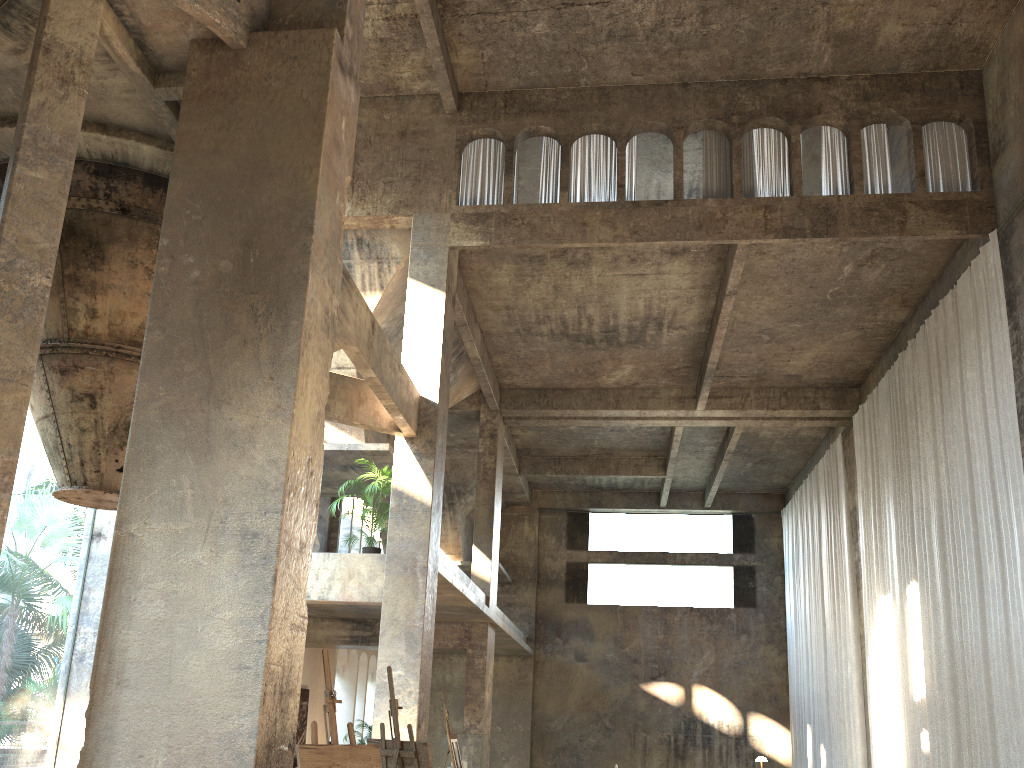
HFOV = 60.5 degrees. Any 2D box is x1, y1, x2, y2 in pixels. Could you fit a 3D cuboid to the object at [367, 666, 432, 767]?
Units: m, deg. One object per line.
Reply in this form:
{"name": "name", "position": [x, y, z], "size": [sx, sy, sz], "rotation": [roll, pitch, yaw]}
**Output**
{"name": "object", "position": [-0.904, 3.347, 6.995], "size": [0.709, 2.072, 0.701], "rotation": [-10, -20, 38]}

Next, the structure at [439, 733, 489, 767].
{"name": "structure", "position": [-0.714, 5.860, 12.733], "size": [0.594, 1.493, 0.770], "rotation": [1, -16, 7]}

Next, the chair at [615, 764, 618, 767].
{"name": "chair", "position": [2.313, 7.992, 17.191], "size": [0.699, 0.989, 0.689], "rotation": [-1, -17, 13]}

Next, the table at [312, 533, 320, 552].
{"name": "table", "position": [-4.053, 2.498, 14.193], "size": [1.749, 0.774, 1.157], "rotation": [0, -19, 7]}

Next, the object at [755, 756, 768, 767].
{"name": "object", "position": [5.056, 8.326, 18.075], "size": [0.577, 1.252, 0.674], "rotation": [-10, -21, 39]}

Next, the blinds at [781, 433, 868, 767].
{"name": "blinds", "position": [7.994, 6.595, 23.255], "size": [0.275, 8.339, 8.121], "rotation": [1, -18, 6]}

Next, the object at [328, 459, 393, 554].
{"name": "object", "position": [-2.105, 1.987, 13.996], "size": [1.402, 1.746, 1.405], "rotation": [-1, -18, 13]}

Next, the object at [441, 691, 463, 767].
{"name": "object", "position": [-0.784, 5.269, 11.938], "size": [0.684, 2.072, 0.726], "rotation": [1, -15, 6]}

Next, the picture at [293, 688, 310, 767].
{"name": "picture", "position": [-4.923, 7.799, 19.945], "size": [0.069, 1.708, 1.558], "rotation": [1, -18, 7]}

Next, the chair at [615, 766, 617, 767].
{"name": "chair", "position": [2.202, 7.634, 16.278], "size": [0.699, 0.989, 0.689], "rotation": [-1, -17, 10]}

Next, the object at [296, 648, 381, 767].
{"name": "object", "position": [-1.015, 2.632, 5.164], "size": [0.690, 2.072, 0.720], "rotation": [-7, -18, 32]}

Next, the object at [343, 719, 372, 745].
{"name": "object", "position": [-3.534, 9.127, 21.853], "size": [1.402, 1.749, 1.405], "rotation": [-1, -18, 13]}

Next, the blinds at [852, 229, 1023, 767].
{"name": "blinds", "position": [7.004, 3.315, 14.909], "size": [0.275, 8.339, 8.120], "rotation": [1, -18, 8]}
